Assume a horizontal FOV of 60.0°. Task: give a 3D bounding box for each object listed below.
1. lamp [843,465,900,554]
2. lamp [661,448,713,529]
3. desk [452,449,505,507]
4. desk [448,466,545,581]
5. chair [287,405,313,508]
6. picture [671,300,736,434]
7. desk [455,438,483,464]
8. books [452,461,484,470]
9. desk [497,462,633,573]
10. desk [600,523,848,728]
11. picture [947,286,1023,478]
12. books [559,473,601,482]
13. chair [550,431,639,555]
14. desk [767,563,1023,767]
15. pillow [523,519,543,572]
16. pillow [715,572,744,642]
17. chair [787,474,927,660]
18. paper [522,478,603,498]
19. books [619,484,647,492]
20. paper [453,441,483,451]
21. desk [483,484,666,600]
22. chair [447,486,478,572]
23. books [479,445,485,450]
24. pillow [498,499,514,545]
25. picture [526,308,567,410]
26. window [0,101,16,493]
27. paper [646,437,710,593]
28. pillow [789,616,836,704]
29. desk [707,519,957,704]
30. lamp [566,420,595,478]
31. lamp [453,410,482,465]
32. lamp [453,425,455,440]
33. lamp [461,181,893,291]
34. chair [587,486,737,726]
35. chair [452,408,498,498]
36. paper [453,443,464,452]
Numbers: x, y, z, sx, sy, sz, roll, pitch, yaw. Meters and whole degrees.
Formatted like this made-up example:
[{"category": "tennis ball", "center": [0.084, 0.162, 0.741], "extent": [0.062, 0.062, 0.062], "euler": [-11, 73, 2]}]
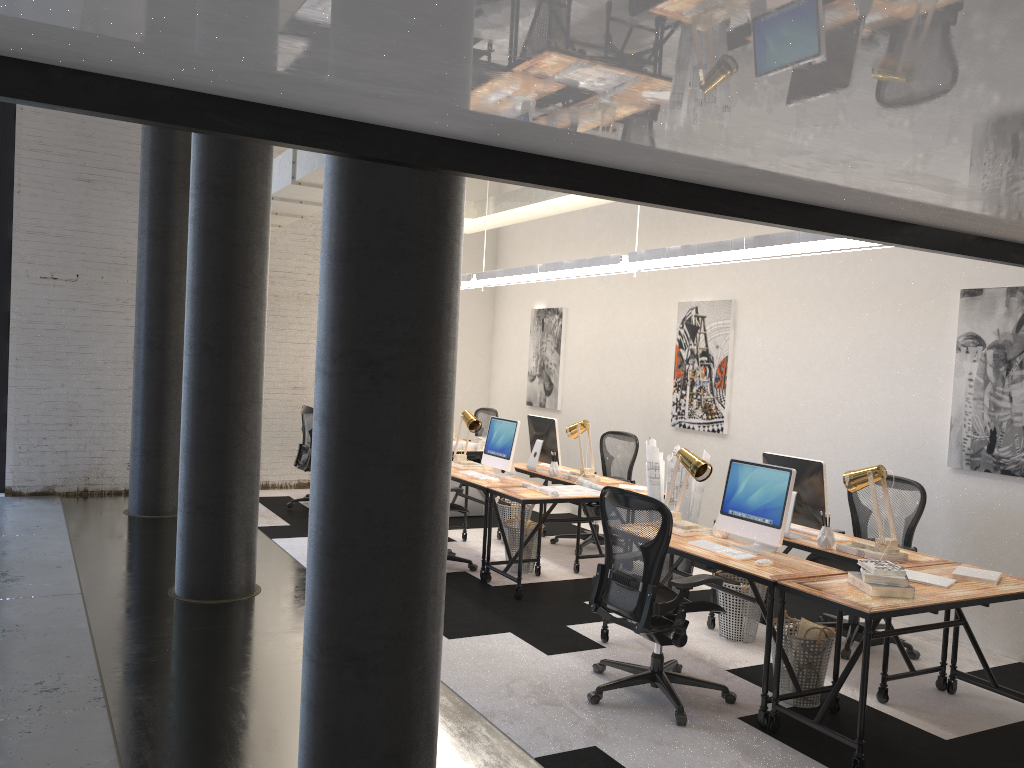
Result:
[{"category": "lamp", "center": [2.014, 0.681, 4.978], "extent": [0.128, 0.470, 0.344], "euler": [2, 3, -29]}, {"category": "lamp", "center": [1.039, 0.619, 5.292], "extent": [0.126, 0.470, 0.344], "euler": [2, 3, -29]}, {"category": "desk", "center": [-0.779, 1.023, 9.160], "extent": [1.401, 0.725, 0.529], "euler": [2, 2, -29]}, {"category": "desk", "center": [-0.313, 1.118, 7.473], "extent": [0.529, 0.725, 1.400], "euler": [2, 2, -29]}, {"category": "chair", "center": [-1.991, 0.771, 9.479], "extent": [0.770, 1.086, 0.792], "euler": [5, 3, 45]}, {"category": "picture", "center": [1.742, -0.166, 8.129], "extent": [0.049, 1.184, 0.730], "euler": [2, 3, -29]}, {"category": "desk", "center": [-0.879, 0.988, 10.209], "extent": [0.529, 0.725, 1.400], "euler": [2, 2, -29]}, {"category": "books", "center": [-0.408, 0.719, 7.872], "extent": [0.225, 0.038, 0.308], "euler": [2, 2, -29]}, {"category": "desk", "center": [0.432, 1.147, 7.876], "extent": [0.529, 0.725, 1.400], "euler": [2, 2, -29]}, {"category": "desk", "center": [1.121, 1.267, 4.961], "extent": [0.529, 0.725, 1.400], "euler": [2, 2, -29]}, {"category": "picture", "center": [3.138, -0.019, 5.594], "extent": [0.049, 1.184, 0.730], "euler": [2, 3, -29]}, {"category": "books", "center": [0.568, 0.784, 7.443], "extent": [0.225, 0.038, 0.308], "euler": [2, 2, -29]}, {"category": "chair", "center": [0.818, 0.982, 8.187], "extent": [0.770, 1.086, 0.792], "euler": [5, 3, 45]}, {"category": "desk", "center": [1.966, 1.331, 4.317], "extent": [1.401, 0.725, 0.529], "euler": [2, 2, -29]}, {"category": "pillow", "center": [0.147, 1.311, 7.206], "extent": [0.119, 0.407, 0.239], "euler": [2, 3, -28]}, {"category": "pillow", "center": [1.388, 1.422, 5.645], "extent": [0.119, 0.407, 0.239], "euler": [2, 3, -28]}, {"category": "chair", "center": [2.252, 1.131, 5.675], "extent": [0.770, 1.086, 0.792], "euler": [5, 3, 45]}, {"category": "paper", "center": [0.433, 0.792, 6.779], "extent": [0.626, 0.061, 0.567], "euler": [2, 2, -31]}, {"category": "books", "center": [0.976, 0.828, 7.075], "extent": [0.243, 0.019, 0.205], "euler": [3, 2, 8]}, {"category": "paper", "center": [-0.821, 0.613, 9.283], "extent": [1.133, 0.082, 0.083], "euler": [4, 2, 26]}, {"category": "desk", "center": [0.532, 1.182, 6.828], "extent": [1.401, 0.725, 0.529], "euler": [2, 2, -29]}, {"category": "chair", "center": [-0.680, 0.930, 7.147], "extent": [0.770, 1.086, 0.792], "euler": [5, 3, 45]}, {"category": "books", "center": [-0.290, 0.657, 9.345], "extent": [0.200, 0.050, 0.271], "euler": [2, 2, -32]}, {"category": "pillow", "center": [-0.046, 1.273, 8.157], "extent": [0.119, 0.407, 0.239], "euler": [2, 3, -28]}, {"category": "picture", "center": [0.402, -0.308, 10.564], "extent": [0.049, 1.184, 0.730], "euler": [2, 3, -29]}, {"category": "window", "center": [-6.369, -1.421, 8.778], "extent": [2.491, 5.183, 0.137], "euler": [2, 3, -29]}, {"category": "paper", "center": [1.175, 0.988, 6.540], "extent": [0.440, 1.199, 0.412], "euler": [5, 3, 39]}, {"category": "pillow", "center": [1.581, 1.460, 4.695], "extent": [0.119, 0.407, 0.239], "euler": [2, 3, -28]}, {"category": "desk", "center": [1.865, 1.296, 5.365], "extent": [0.529, 0.725, 1.400], "euler": [2, 2, -29]}, {"category": "lamp", "center": [0.581, 0.532, 7.490], "extent": [0.128, 0.470, 0.344], "euler": [2, 3, -29]}, {"category": "lamp", "center": [-0.394, 0.470, 7.804], "extent": [0.128, 0.470, 0.344], "euler": [2, 3, -29]}, {"category": "lamp", "center": [-0.729, 0.373, 9.823], "extent": [0.126, 0.470, 0.344], "euler": [2, 3, -29]}, {"category": "lamp", "center": [0.381, -2.272, 7.524], "extent": [0.226, 2.866, 7.296], "euler": [2, 2, -29]}, {"category": "chair", "center": [0.753, 1.079, 4.635], "extent": [0.770, 1.086, 0.792], "euler": [5, 3, 45]}, {"category": "chair", "center": [-0.492, 0.823, 10.519], "extent": [0.770, 1.086, 0.792], "euler": [5, 3, 45]}, {"category": "paper", "center": [-0.968, 0.607, 9.203], "extent": [1.133, 0.082, 0.083], "euler": [4, 2, 36]}]
